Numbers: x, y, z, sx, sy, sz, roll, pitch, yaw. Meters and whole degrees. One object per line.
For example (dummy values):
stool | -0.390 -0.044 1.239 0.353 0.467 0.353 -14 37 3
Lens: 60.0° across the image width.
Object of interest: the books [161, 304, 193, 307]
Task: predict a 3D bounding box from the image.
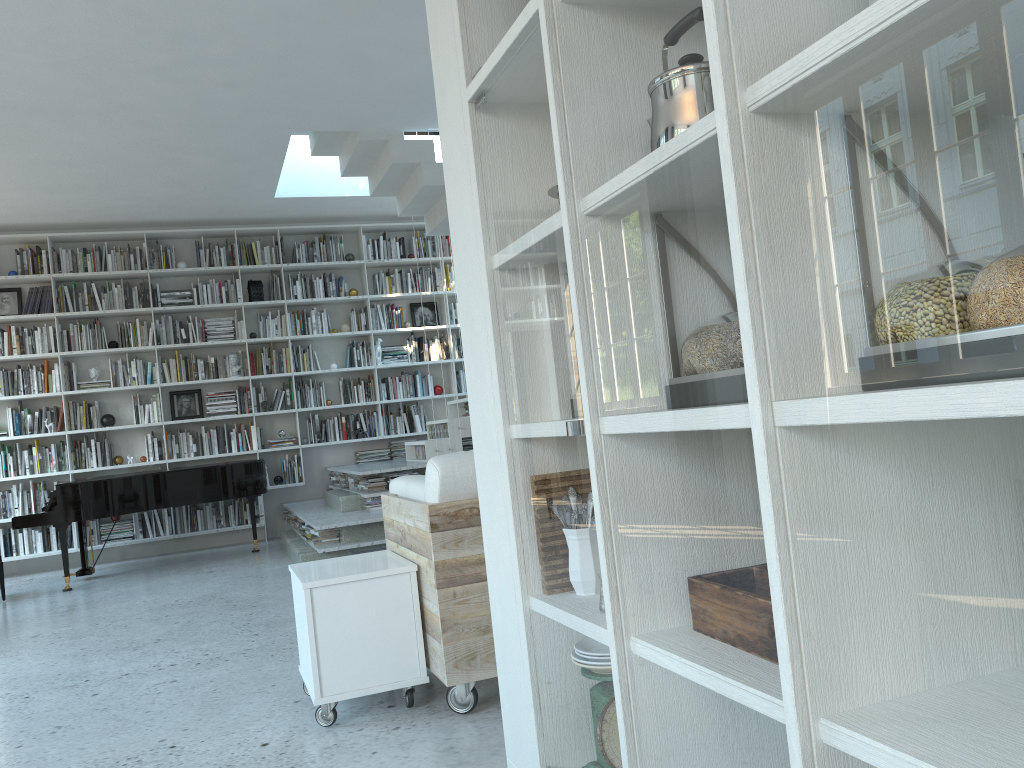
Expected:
books | -3.313 -0.768 8.785 0.285 0.012 0.159 -6 -2 -16

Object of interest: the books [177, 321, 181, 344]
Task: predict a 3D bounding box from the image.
books | -3.291 -0.492 8.772 0.011 0.239 0.147 -6 -2 -19

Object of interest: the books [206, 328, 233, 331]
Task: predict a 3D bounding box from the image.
books | -2.936 -0.533 8.905 0.254 0.012 0.161 -5 -2 -18

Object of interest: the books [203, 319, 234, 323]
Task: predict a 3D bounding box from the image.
books | -2.943 -0.632 8.899 0.285 0.012 0.159 -5 -2 -24

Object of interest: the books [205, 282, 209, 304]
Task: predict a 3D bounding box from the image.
books | -3.055 -0.884 8.886 0.012 0.244 0.131 -6 -2 -19

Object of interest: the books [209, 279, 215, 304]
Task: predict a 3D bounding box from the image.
books | -3.014 -0.903 8.912 0.029 0.273 0.140 -6 -2 -19

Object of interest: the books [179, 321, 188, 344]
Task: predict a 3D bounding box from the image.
books | -3.252 -0.494 8.779 0.066 0.236 0.154 -6 -2 -19

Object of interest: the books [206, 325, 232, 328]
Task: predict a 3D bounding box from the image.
books | -2.939 -0.570 8.904 0.254 0.012 0.161 -6 -2 -17

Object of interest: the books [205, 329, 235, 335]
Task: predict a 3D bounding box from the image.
books | -2.934 -0.521 8.906 0.285 0.012 0.159 -5 -2 -18

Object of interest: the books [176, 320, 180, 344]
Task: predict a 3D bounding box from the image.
books | -3.303 -0.496 8.767 0.014 0.250 0.173 -6 -2 -19

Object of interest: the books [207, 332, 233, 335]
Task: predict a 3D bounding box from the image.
books | -2.931 -0.498 8.903 0.254 0.012 0.161 -6 -2 -17

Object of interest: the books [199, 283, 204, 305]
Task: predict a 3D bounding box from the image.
books | -3.102 -0.877 8.859 0.021 0.237 0.171 -6 -2 -19

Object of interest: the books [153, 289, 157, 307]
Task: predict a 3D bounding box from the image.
books | -3.502 -0.821 8.709 0.027 0.201 0.167 -6 -2 -19

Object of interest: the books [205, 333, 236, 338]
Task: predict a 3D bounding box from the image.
books | -2.929 -0.486 8.900 0.285 0.012 0.159 -5 -2 -22

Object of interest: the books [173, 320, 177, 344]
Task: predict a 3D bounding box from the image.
books | -3.328 -0.494 8.762 0.011 0.252 0.153 -6 -2 -19

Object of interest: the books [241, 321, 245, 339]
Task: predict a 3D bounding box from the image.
books | -2.727 -0.528 8.980 0.030 0.205 0.158 -6 -2 -19

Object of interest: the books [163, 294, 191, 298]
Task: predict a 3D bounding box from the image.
books | -3.321 -0.858 8.786 0.254 0.025 0.161 -5 -2 -23

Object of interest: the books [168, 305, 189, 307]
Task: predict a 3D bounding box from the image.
books | -3.311 -0.756 8.783 0.254 0.012 0.161 -6 -2 -15

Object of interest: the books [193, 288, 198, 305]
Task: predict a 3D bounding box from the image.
books | -3.153 -0.847 8.835 0.025 0.187 0.193 -6 -2 -19

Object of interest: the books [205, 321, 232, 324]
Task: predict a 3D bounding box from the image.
books | -2.943 -0.607 8.905 0.254 0.012 0.161 -6 -2 -17

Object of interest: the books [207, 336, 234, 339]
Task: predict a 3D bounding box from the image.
books | -2.928 -0.461 8.906 0.254 0.012 0.161 -5 -2 -19

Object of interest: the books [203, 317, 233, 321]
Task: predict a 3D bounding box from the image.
books | -2.947 -0.644 8.906 0.285 0.012 0.159 -6 -2 -17

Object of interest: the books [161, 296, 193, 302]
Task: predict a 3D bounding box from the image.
books | -3.317 -0.834 8.783 0.285 0.024 0.159 -6 -2 -14

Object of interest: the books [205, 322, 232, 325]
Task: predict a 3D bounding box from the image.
books | -2.939 -0.594 8.899 0.254 0.012 0.161 -6 -2 -14

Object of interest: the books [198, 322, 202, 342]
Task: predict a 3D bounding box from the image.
books | -3.110 -0.497 8.839 0.024 0.216 0.132 -6 -2 -19

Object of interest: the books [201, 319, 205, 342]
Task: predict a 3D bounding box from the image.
books | -3.074 -0.517 8.831 0.013 0.247 0.176 -6 -2 -19

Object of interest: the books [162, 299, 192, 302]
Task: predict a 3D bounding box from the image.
books | -3.319 -0.816 8.789 0.285 0.012 0.159 -5 -2 -21

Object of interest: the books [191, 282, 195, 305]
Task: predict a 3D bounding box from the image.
books | -3.175 -0.878 8.834 0.012 0.254 0.161 -6 -2 -19

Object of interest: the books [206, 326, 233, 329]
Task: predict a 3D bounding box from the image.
books | -2.937 -0.558 8.902 0.254 0.012 0.161 -5 -2 -22

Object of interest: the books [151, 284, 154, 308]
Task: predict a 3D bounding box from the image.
books | -3.529 -0.844 8.722 0.012 0.254 0.161 -6 -2 -19

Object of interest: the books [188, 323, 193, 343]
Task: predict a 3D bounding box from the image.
books | -3.189 -0.490 8.807 0.024 0.216 0.148 -6 -2 -19

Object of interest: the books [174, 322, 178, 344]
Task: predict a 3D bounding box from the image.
books | -3.316 -0.486 8.766 0.014 0.233 0.147 -6 -2 -19

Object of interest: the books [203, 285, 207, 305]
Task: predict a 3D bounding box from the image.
books | -3.068 -0.870 8.868 0.027 0.216 0.190 -6 -2 -19

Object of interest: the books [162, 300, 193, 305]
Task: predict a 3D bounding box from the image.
books | -3.317 -0.804 8.786 0.285 0.012 0.159 -5 -2 -22

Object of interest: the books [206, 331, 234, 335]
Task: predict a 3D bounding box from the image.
books | -2.932 -0.510 8.903 0.254 0.012 0.161 -5 -2 -21

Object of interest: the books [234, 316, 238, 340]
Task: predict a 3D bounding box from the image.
books | -2.783 -0.548 8.942 0.012 0.254 0.161 -6 -2 -19

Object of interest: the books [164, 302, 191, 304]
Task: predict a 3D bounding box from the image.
books | -3.316 -0.792 8.786 0.254 0.012 0.161 -5 -2 -22

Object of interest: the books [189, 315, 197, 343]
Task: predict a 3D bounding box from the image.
books | -3.168 -0.529 8.820 0.049 0.291 0.162 -6 -2 -19

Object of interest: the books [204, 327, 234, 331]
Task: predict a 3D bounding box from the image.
books | -2.935 -0.546 8.902 0.285 0.012 0.159 -6 -2 -16

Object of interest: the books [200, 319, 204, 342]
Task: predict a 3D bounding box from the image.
books | -3.091 -0.514 8.838 0.015 0.245 0.183 -6 -2 -19

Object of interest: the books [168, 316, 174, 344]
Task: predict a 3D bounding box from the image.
books | -3.361 -0.513 8.757 0.029 0.295 0.151 -6 -2 -19

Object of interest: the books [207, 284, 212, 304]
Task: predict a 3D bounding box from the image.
books | -3.031 -0.874 8.883 0.028 0.219 0.183 -6 -2 -19

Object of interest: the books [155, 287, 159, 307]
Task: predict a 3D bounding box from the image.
books | -3.488 -0.830 8.728 0.013 0.218 0.141 -6 -2 -19

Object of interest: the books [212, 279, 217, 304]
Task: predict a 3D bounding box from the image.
books | -2.983 -0.904 8.901 0.023 0.269 0.185 -6 -2 -19

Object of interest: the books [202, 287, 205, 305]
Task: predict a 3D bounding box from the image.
books | -3.089 -0.861 8.875 0.011 0.204 0.133 -6 -2 -19

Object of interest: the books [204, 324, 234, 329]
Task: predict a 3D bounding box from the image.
books | -2.941 -0.582 8.907 0.285 0.012 0.159 -5 -2 -20

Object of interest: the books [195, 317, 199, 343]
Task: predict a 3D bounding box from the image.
books | -3.129 -0.522 8.818 0.021 0.269 0.191 -6 -2 -19

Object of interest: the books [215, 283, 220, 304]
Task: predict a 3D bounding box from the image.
books | -2.956 -0.884 8.900 0.023 0.223 0.191 -6 -2 -19

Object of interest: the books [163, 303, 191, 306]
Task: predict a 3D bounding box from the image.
books | -3.313 -0.780 8.782 0.254 0.012 0.161 -6 -2 -14

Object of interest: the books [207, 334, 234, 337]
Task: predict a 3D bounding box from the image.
books | -2.929 -0.473 8.904 0.254 0.012 0.161 -5 -2 -20

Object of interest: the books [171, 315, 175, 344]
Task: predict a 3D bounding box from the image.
books | -3.340 -0.517 8.756 0.011 0.300 0.179 -6 -2 -19

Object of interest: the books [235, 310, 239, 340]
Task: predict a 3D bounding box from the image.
books | -2.780 -0.580 8.962 0.012 0.319 0.140 -6 -2 -19

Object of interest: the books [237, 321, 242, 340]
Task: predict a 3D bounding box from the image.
books | -2.753 -0.522 8.964 0.029 0.198 0.172 -6 -2 -19

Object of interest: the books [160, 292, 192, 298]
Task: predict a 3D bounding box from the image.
books | -3.325 -0.882 8.791 0.285 0.024 0.159 -6 -2 -17

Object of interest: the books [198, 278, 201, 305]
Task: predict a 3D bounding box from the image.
books | -3.114 -0.900 8.839 0.011 0.284 0.190 -6 -2 -19

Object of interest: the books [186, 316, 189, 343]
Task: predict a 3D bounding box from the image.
books | -3.217 -0.522 8.807 0.022 0.285 0.131 -6 -2 -19

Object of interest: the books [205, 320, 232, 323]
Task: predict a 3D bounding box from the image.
books | -2.946 -0.619 8.910 0.254 0.012 0.161 -5 -2 -19

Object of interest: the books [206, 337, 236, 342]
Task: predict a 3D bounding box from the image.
books | -2.926 -0.449 8.904 0.285 0.012 0.159 -5 -2 -18

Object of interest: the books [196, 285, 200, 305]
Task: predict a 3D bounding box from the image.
books | -3.141 -0.865 8.871 0.024 0.223 0.128 -6 -2 -19

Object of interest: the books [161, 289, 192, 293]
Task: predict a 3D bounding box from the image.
books | -3.329 -0.906 8.796 0.285 0.024 0.159 -5 -2 -19
